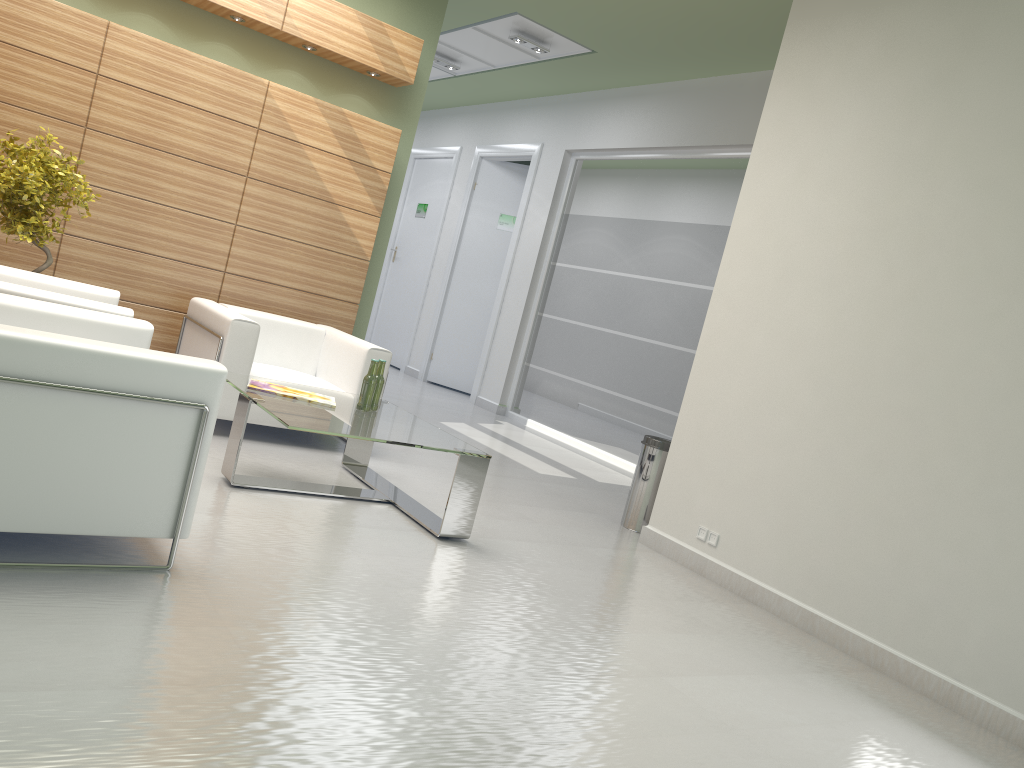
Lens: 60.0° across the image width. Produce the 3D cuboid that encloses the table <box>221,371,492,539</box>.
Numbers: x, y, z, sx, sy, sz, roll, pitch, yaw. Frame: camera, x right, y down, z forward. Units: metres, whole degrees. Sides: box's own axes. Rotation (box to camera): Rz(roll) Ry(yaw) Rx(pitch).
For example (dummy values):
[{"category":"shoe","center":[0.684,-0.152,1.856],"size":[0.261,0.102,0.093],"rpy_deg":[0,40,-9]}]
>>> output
[{"category":"table","center":[-1.560,0.586,7.805],"size":[1.783,0.742,2.197],"rpy_deg":[12,5,-34]}]

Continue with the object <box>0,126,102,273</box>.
[{"category":"object","center":[-4.863,-1.262,8.585],"size":[1.116,2.565,1.201],"rpy_deg":[17,5,24]}]

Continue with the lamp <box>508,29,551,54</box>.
[{"category":"lamp","center":[0.291,-5.573,14.436],"size":[0.657,0.159,0.286],"rpy_deg":[12,5,-34]}]

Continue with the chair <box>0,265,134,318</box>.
[{"category":"chair","center":[-4.204,-0.290,7.263],"size":[1.769,1.234,1.894],"rpy_deg":[12,5,-29]}]

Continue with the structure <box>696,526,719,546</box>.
[{"category":"structure","center":[1.869,1.449,8.470],"size":[0.017,0.118,0.262],"rpy_deg":[12,5,-34]}]

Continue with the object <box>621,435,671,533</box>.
[{"category":"object","center":[1.549,1.115,9.802],"size":[0.482,1.027,0.483],"rpy_deg":[17,5,27]}]

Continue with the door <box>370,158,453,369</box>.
[{"category":"door","center":[-2.534,-3.011,21.630],"size":[0.250,5.083,2.089],"rpy_deg":[12,5,-34]}]

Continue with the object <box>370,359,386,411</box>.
[{"category":"object","center":[-1.248,0.007,8.168],"size":[0.131,0.475,0.131],"rpy_deg":[16,5,21]}]

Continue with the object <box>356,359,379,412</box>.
[{"category":"object","center":[-1.289,0.010,7.995],"size":[0.131,0.475,0.131],"rpy_deg":[16,5,21]}]

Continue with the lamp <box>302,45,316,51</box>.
[{"category":"lamp","center":[-2.512,-4.198,11.010],"size":[0.181,0.074,0.181],"rpy_deg":[16,4,16]}]

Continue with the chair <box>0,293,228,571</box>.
[{"category":"chair","center":[-2.990,0.175,5.336],"size":[1.802,1.234,1.894],"rpy_deg":[11,5,-39]}]

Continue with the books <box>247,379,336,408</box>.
[{"category":"books","center":[-1.946,0.082,7.861],"size":[0.762,0.025,0.508],"rpy_deg":[14,4,-14]}]

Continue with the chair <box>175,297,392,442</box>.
[{"category":"chair","center":[-2.651,-0.099,10.052],"size":[1.894,1.234,1.802],"rpy_deg":[12,5,-34]}]

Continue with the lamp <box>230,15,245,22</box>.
[{"category":"lamp","center":[-3.245,-4.351,10.504],"size":[0.181,0.074,0.181],"rpy_deg":[11,6,-40]}]

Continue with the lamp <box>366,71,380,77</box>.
[{"category":"lamp","center":[-1.794,-4.049,11.506],"size":[0.181,0.074,0.181],"rpy_deg":[11,6,-40]}]

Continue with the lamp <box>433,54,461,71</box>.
[{"category":"lamp","center":[-1.321,-6.187,16.954],"size":[0.657,0.159,0.286],"rpy_deg":[12,5,-34]}]

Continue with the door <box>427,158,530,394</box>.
[{"category":"door","center":[-0.366,-2.268,19.313],"size":[2.089,5.083,0.134],"rpy_deg":[17,5,26]}]
